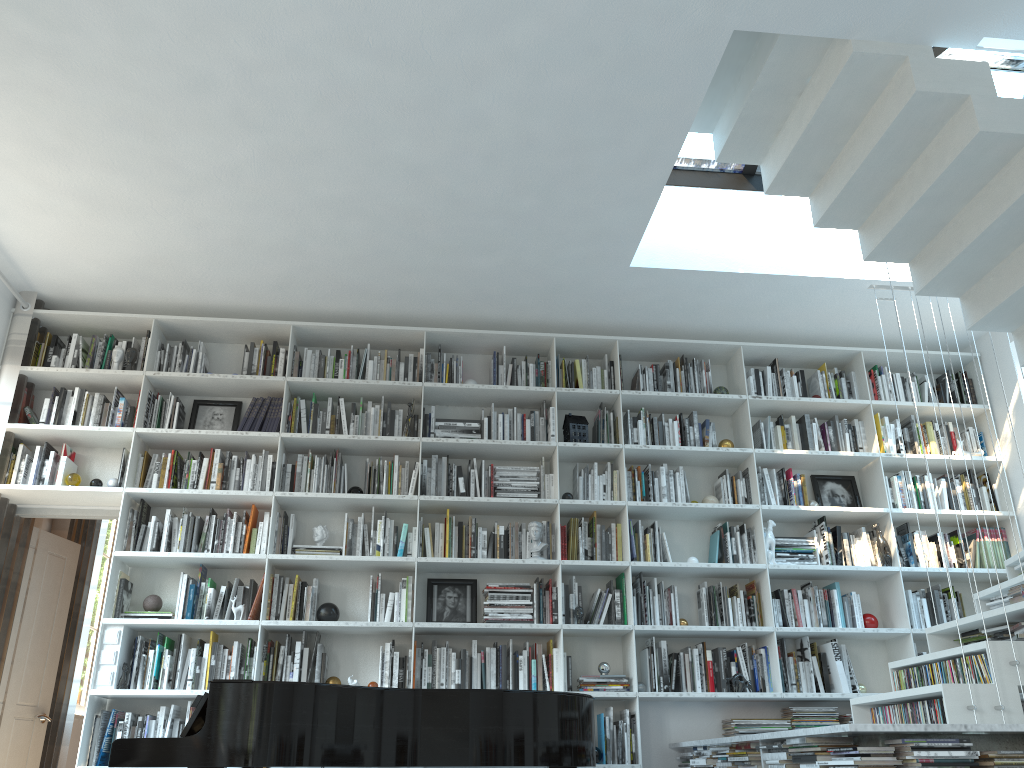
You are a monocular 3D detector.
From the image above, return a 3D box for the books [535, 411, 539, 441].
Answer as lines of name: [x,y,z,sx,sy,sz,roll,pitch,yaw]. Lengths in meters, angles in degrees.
books: [0.152,0.320,5.718,0.029,0.260,0.133,2,-23,-6]

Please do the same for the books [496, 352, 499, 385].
books: [-0.100,-0.044,5.838,0.011,0.294,0.158,2,-23,-6]

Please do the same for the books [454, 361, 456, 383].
books: [-0.376,-0.020,5.793,0.016,0.218,0.144,2,-23,-6]

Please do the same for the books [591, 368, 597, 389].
books: [0.532,0.021,5.874,0.024,0.201,0.181,2,-23,-6]

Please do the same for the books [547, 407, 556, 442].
books: [0.243,0.307,5.658,0.037,0.236,0.273,2,-24,-6]

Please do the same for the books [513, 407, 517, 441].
books: [0.011,0.308,5.697,0.023,0.268,0.185,2,-23,-6]

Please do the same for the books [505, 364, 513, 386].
books: [-0.029,-0.004,5.823,0.050,0.210,0.173,2,-23,-6]

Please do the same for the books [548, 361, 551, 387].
books: [0.241,-0.009,5.873,0.022,0.256,0.137,2,-23,-6]

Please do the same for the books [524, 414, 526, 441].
books: [0.073,0.327,5.693,0.012,0.229,0.159,2,-23,-6]

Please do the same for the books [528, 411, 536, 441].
books: [0.124,0.319,5.697,0.032,0.247,0.174,2,-23,-6]

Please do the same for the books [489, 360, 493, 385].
books: [-0.136,-0.018,5.833,0.012,0.244,0.151,2,-23,-6]

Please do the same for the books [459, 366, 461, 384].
books: [-0.347,-0.001,5.796,0.010,0.186,0.153,2,-23,-6]

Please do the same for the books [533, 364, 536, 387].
books: [0.135,0.003,5.869,0.026,0.232,0.137,2,-23,-6]

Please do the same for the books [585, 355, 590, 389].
books: [0.492,-0.024,5.891,0.010,0.296,0.168,2,-23,-6]

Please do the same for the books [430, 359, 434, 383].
books: [-0.524,-0.026,5.790,0.023,0.227,0.157,2,-23,-6]

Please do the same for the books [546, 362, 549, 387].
books: [0.225,-0.004,5.861,0.014,0.237,0.153,2,-23,-6]

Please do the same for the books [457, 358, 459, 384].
books: [-0.359,-0.027,5.817,0.013,0.248,0.148,2,-23,-6]

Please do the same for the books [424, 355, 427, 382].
books: [-0.567,-0.039,5.791,0.012,0.253,0.161,2,-23,-6]

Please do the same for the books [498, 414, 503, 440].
books: [-0.082,0.327,5.675,0.027,0.215,0.191,2,-23,-6]

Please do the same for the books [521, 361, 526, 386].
books: [0.068,-0.010,5.841,0.023,0.235,0.154,2,-23,-6]

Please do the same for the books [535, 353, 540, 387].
books: [0.169,-0.035,5.875,0.012,0.307,0.138,2,-23,-6]

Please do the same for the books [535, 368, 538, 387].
books: [0.156,0.015,5.860,0.014,0.203,0.135,2,-23,-6]

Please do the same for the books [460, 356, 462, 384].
books: [-0.336,-0.035,5.805,0.011,0.255,0.144,2,-23,-6]

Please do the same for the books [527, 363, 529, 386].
books: [0.096,-0.002,5.836,0.012,0.216,0.180,2,-23,-6]

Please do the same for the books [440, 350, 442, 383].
books: [-0.467,-0.057,5.804,0.010,0.295,0.154,2,-23,-6]

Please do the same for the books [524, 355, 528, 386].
books: [0.086,-0.031,5.836,0.010,0.269,0.180,2,-23,-6]

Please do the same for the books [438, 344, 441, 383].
books: [-0.480,-0.075,5.817,0.014,0.339,0.145,2,-23,-6]

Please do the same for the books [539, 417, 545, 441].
books: [0.182,0.343,5.696,0.029,0.201,0.192,2,-23,-6]

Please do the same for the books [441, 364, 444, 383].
books: [-0.458,-0.010,5.799,0.011,0.204,0.146,2,-23,-6]

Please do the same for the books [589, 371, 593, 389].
books: [0.509,0.029,5.867,0.022,0.179,0.173,2,-24,-6]

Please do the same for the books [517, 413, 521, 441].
books: [0.035,0.326,5.682,0.023,0.222,0.191,2,-23,-6]

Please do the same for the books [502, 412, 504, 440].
books: [-0.064,0.320,5.694,0.012,0.243,0.132,2,-23,-6]

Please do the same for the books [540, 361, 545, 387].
books: [0.190,-0.008,5.857,0.028,0.243,0.161,2,-23,-6]

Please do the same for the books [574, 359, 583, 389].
books: [0.431,-0.008,5.873,0.054,0.253,0.191,2,-23,-6]

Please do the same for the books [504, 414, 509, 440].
books: [-0.043,0.329,5.682,0.028,0.218,0.184,2,-23,-6]

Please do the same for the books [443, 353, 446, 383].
books: [-0.444,-0.047,5.787,0.011,0.263,0.164,2,-23,-6]

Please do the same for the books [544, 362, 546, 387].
books: [0.210,-0.003,5.869,0.014,0.243,0.145,2,-23,-6]

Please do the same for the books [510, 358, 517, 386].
books: [0.008,-0.022,5.855,0.028,0.268,0.140,2,-23,-6]

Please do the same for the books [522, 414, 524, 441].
books: [0.061,0.329,5.698,0.010,0.229,0.153,2,-23,-6]

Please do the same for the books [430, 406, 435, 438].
books: [-0.506,0.290,5.627,0.021,0.248,0.192,2,-23,-6]

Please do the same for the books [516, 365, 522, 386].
books: [0.040,0.002,5.827,0.033,0.202,0.167,2,-23,-6]

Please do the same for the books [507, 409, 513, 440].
books: [-0.017,0.313,5.714,0.029,0.272,0.141,2,-23,-6]

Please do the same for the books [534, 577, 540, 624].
books: [0.150,1.320,5.310,0.011,0.297,0.131,2,-23,-6]

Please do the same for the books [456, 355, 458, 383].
books: [-0.366,-0.037,5.799,0.005,0.254,0.169,2,-23,-6]

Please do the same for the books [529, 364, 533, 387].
books: [0.115,-0.002,5.820,0.023,0.201,0.194,2,-24,-6]

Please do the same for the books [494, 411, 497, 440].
books: [-0.117,0.317,5.678,0.021,0.236,0.172,2,-23,-6]

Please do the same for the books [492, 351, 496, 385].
books: [-0.122,-0.046,5.827,0.014,0.291,0.176,2,-23,-6]

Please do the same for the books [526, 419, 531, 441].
books: [0.094,0.345,5.683,0.029,0.187,0.176,2,-23,-6]

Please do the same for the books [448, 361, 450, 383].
books: [-0.416,-0.019,5.814,0.006,0.232,0.136,2,-23,-6]

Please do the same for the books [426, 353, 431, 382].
books: [-0.546,-0.046,5.775,0.026,0.252,0.186,2,-23,-6]

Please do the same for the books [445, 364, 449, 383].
books: [-0.429,-0.010,5.787,0.023,0.194,0.173,2,-23,-6]

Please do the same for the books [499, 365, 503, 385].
books: [-0.080,0.002,5.834,0.031,0.207,0.147,2,-23,-6]

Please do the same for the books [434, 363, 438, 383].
books: [-0.498,-0.015,5.774,0.026,0.193,0.167,2,-23,-6]

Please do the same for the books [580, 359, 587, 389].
books: [0.471,-0.007,5.900,0.030,0.273,0.152,2,-23,-6]

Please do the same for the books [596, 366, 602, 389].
books: [0.560,0.015,5.876,0.031,0.212,0.170,2,-23,-6]

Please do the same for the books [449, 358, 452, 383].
books: [-0.405,-0.030,5.806,0.014,0.247,0.140,2,-23,-6]

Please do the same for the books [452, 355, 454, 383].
books: [-0.391,-0.040,5.804,0.013,0.263,0.147,2,-23,-6]

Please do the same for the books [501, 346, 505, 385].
books: [-0.058,-0.062,5.839,0.010,0.330,0.187,2,-23,-6]

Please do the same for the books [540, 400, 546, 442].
books: [0.202,0.287,5.732,0.012,0.332,0.156,2,-23,-6]
